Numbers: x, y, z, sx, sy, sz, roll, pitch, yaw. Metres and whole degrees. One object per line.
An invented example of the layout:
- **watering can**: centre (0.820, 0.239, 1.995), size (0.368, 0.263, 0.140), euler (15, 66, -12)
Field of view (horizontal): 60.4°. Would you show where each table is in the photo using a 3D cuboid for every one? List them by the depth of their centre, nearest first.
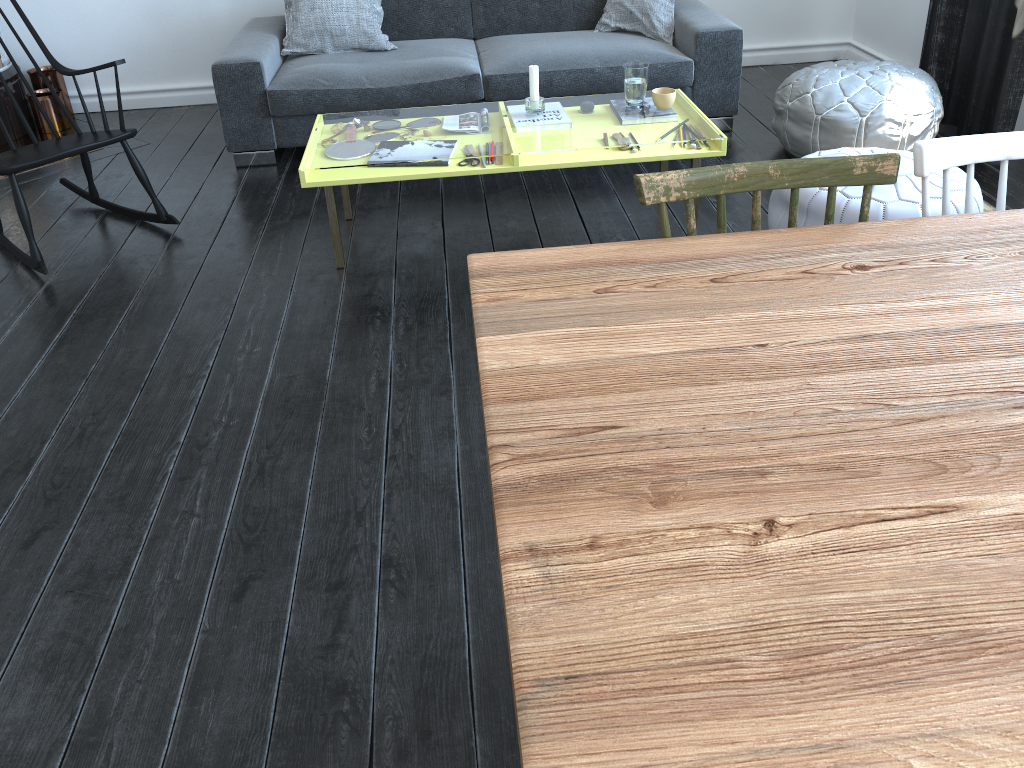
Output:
- **table**: centre (1.094, 0.263, 1.269), size (2.227, 0.682, 1.071), euler (-5, 32, -3)
- **table**: centre (-0.006, -0.752, 3.215), size (1.401, 0.380, 0.631), euler (-5, 32, -3)

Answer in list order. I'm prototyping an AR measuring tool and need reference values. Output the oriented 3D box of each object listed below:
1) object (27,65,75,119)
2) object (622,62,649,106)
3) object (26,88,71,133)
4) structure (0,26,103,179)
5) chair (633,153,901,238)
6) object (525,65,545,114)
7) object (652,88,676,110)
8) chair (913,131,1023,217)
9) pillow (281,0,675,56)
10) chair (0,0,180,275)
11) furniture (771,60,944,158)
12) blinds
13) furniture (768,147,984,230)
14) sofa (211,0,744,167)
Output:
- **object**: centre (-2.509, -1.577, 4.802), size (0.173, 0.267, 0.185), euler (-5, 30, -3)
- **object**: centre (0.454, -1.101, 3.242), size (0.100, 0.139, 0.100), euler (-28, 39, -36)
- **object**: centre (-2.449, -1.446, 4.664), size (0.175, 0.189, 0.180), euler (-10, 32, -12)
- **structure**: centre (-2.810, -2.419, 3.842), size (1.294, 2.747, 0.803), euler (21, 37, 35)
- **chair**: centre (0.475, 0.072, 1.520), size (0.468, 0.786, 0.510), euler (-6, 30, -4)
- **object**: centre (0.082, -1.080, 3.215), size (0.075, 0.165, 0.077), euler (14, 34, 27)
- **object**: centre (0.551, -1.032, 3.198), size (0.087, 0.063, 0.091), euler (10, 34, 21)
- **chair**: centre (0.950, 0.001, 1.579), size (0.466, 0.801, 0.536), euler (-5, 30, -3)
- **pillow**: centre (-0.128, -1.932, 4.359), size (2.054, 0.469, 0.503), euler (-3, 31, 0)
- **chair**: centre (-1.814, -1.034, 3.267), size (0.923, 0.956, 0.632), euler (22, 38, 35)
- **furniture**: centre (1.476, -1.185, 3.794), size (0.679, 0.364, 0.715), euler (-5, 32, -3)
- **blinds**: centre (1.931, -2.394, 3.327), size (0.112, 2.826, 0.845), euler (-5, 30, -4)
- **furniture**: centre (1.131, -0.499, 2.769), size (0.611, 0.399, 0.646), euler (-8, 32, -8)
- **sofa**: centre (-0.173, -1.669, 4.370), size (2.373, 0.689, 1.140), euler (-5, 32, -3)
